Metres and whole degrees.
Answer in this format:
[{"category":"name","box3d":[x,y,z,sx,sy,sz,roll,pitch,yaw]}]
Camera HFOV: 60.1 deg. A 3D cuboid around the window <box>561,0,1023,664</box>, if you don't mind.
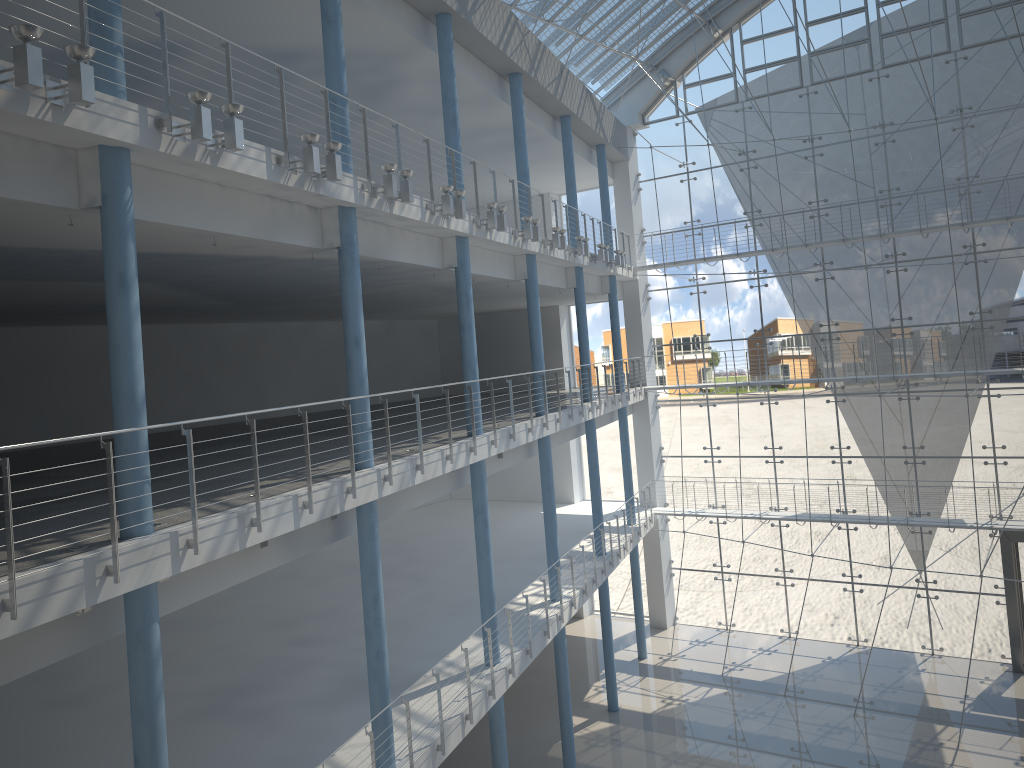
[{"category":"window","box3d":[1.838,-0.404,3.046,3.837,2.779,0.010,-4,-2,35]}]
